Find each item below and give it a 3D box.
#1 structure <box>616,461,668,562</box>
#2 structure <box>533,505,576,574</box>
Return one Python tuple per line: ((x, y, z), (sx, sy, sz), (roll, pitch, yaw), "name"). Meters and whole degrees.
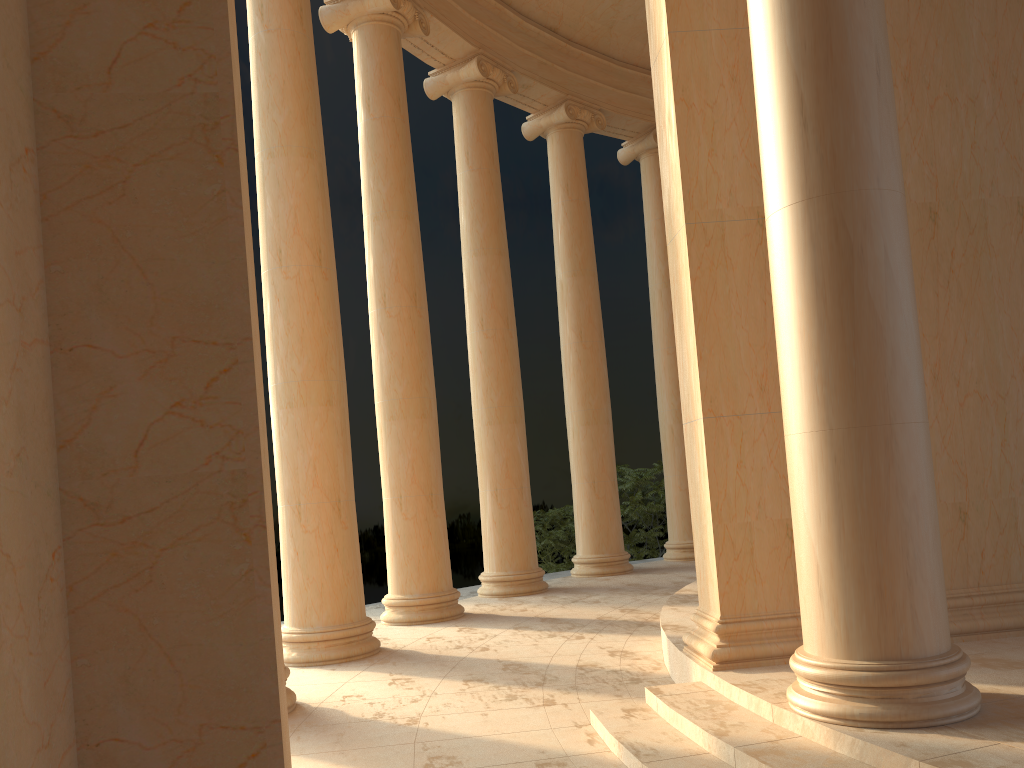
((255.447, 286.412, 1607.585), (247.102, 298.549, 238.612), (-5, -4, -2), "structure")
((67.598, 304.817, 1522.755), (149.388, 187.734, 156.101), (-5, -4, 8), "structure")
